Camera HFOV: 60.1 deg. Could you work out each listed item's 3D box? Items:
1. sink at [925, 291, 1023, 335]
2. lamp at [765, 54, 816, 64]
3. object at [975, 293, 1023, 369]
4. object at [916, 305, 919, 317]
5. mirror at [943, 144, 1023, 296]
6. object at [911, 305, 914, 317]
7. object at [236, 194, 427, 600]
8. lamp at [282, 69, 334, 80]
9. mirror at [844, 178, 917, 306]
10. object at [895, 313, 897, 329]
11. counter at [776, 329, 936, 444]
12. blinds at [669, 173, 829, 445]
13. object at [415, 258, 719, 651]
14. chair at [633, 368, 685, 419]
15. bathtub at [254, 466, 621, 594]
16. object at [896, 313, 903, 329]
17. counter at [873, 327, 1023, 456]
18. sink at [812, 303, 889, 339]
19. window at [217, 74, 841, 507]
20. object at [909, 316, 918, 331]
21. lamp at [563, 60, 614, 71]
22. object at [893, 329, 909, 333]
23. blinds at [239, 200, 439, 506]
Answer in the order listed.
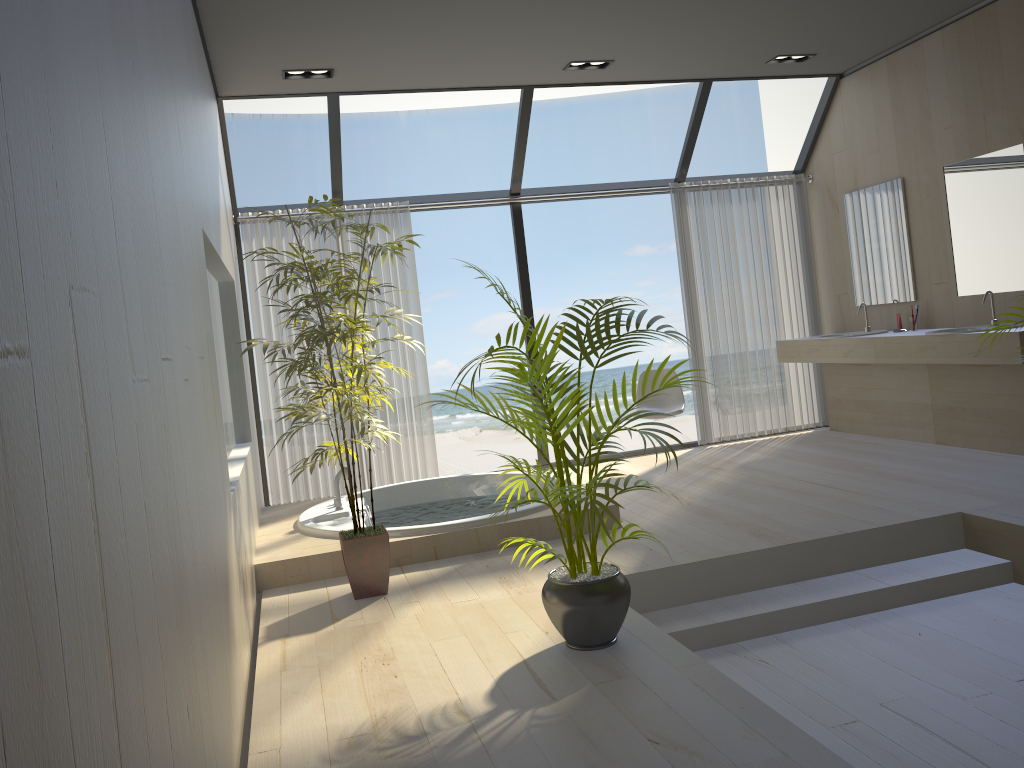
[{"bbox_3d":[2.783,-0.342,5.341,0.504,0.419,0.573,-7,2,-11],"label":"sink"},{"bbox_3d":[1.938,-2.317,6.172,0.301,0.112,0.164,-7,2,-15],"label":"lamp"},{"bbox_3d":[2.339,0.023,3.481,0.914,1.157,0.753,-6,1,19],"label":"object"},{"bbox_3d":[2.801,-0.459,6.142,0.053,0.175,0.012,-6,0,11],"label":"object"},{"bbox_3d":[2.993,-1.000,5.539,0.023,0.868,0.653,-6,1,-14],"label":"mirror"},{"bbox_3d":[2.773,-0.456,6.118,0.012,0.178,0.050,-6,0,25],"label":"object"},{"bbox_3d":[-0.782,0.057,3.876,0.786,1.756,0.937,-6,1,11],"label":"object"},{"bbox_3d":[-1.235,-1.919,5.337,0.301,0.112,0.164,-7,2,-15],"label":"lamp"},{"bbox_3d":[2.706,-1.025,6.535,0.023,0.868,0.653,-6,1,-14],"label":"mirror"},{"bbox_3d":[2.760,-0.441,6.325,0.039,0.135,0.039,-6,0,34],"label":"object"},{"bbox_3d":[2.563,0.031,6.551,0.551,0.790,1.204,-7,2,-14],"label":"counter"},{"bbox_3d":[1.918,-0.622,7.116,1.184,2.071,0.084,-6,0,-15],"label":"blinds"},{"bbox_3d":[0.235,0.193,3.021,1.068,1.345,0.871,-7,1,-26],"label":"object"},{"bbox_3d":[1.071,0.076,6.513,0.368,0.347,0.455,-6,2,14],"label":"chair"},{"bbox_3d":[-0.523,0.778,5.139,1.824,0.698,1.646,-7,3,-14],"label":"bathtub"},{"bbox_3d":[2.720,-0.430,6.219,0.039,0.135,0.039,-6,0,34],"label":"object"},{"bbox_3d":[2.866,0.063,5.384,0.551,0.790,1.204,-7,2,-14],"label":"counter"},{"bbox_3d":[2.481,-0.375,6.508,0.504,0.419,0.573,-7,2,-11],"label":"sink"},{"bbox_3d":[0.372,-0.762,6.521,4.568,2.814,0.744,-7,0,-15],"label":"window"},{"bbox_3d":[2.790,-0.416,6.145,0.058,0.100,0.058,-6,1,-8],"label":"object"},{"bbox_3d":[0.494,-2.136,5.792,0.301,0.112,0.164,-7,2,-15],"label":"lamp"},{"bbox_3d":[2.700,-0.374,6.142,0.104,0.029,0.033,-5,2,26],"label":"object"},{"bbox_3d":[-1.212,-0.229,6.293,1.184,2.071,0.084,-6,0,-15],"label":"blinds"}]
